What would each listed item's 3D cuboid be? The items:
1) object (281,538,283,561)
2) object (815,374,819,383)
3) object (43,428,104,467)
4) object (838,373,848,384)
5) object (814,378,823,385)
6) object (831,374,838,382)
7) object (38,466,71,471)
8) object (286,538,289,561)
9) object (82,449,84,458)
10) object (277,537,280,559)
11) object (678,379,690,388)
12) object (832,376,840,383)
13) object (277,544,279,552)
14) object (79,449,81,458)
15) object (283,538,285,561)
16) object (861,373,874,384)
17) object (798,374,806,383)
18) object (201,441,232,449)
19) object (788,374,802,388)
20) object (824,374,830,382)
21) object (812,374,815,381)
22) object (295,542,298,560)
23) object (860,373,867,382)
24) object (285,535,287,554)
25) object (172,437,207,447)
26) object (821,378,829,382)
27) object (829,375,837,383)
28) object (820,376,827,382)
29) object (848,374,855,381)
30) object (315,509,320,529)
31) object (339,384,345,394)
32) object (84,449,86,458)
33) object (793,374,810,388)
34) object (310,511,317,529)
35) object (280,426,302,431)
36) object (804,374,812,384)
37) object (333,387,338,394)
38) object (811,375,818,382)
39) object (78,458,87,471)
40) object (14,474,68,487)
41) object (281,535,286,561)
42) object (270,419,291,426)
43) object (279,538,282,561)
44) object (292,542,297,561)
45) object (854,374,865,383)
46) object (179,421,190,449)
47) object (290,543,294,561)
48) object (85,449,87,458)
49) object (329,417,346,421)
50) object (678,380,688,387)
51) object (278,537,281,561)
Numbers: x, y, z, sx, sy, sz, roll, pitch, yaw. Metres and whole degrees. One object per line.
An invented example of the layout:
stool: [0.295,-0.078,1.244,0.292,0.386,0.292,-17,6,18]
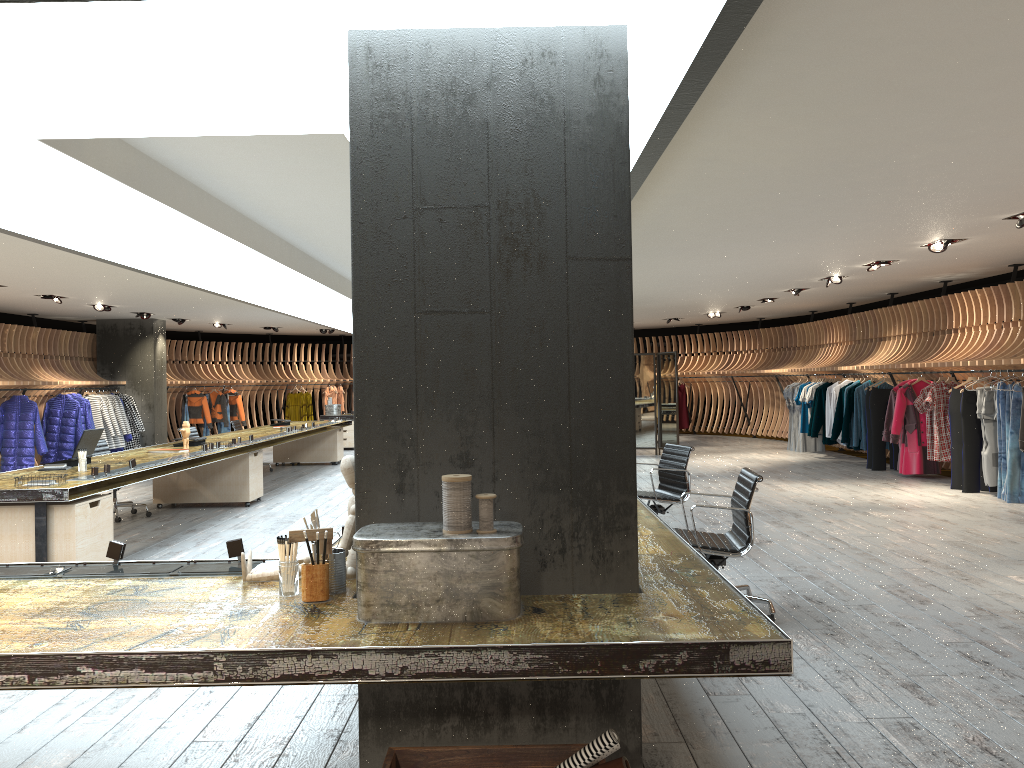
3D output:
object: [-0.730,0.574,2.826,0.007,0.170,0.030,-1,-1,-4]
object: [5.548,-0.048,16.009,0.525,0.270,0.012,-1,-1,5]
object: [-3.821,0.553,7.741,0.365,0.316,0.373,-1,0,0]
object: [5.552,-0.050,14.763,0.525,0.270,0.012,-1,-1,5]
object: [5.571,-0.042,15.922,0.523,0.291,0.013,-1,-1,-5]
object: [5.564,-0.044,15.264,0.525,0.270,0.012,-1,-1,0]
object: [-3.805,0.703,7.380,0.213,0.019,0.219,-1,0,-15]
object: [-0.716,0.573,2.823,0.007,0.170,0.030,0,-1,-43]
object: [-3.481,0.612,7.189,0.030,0.170,0.007,-1,-1,20]
object: [-0.739,0.574,2.839,0.007,0.170,0.030,-2,-1,37]
object: [4.141,-0.038,21.773,0.525,0.270,0.012,-1,-1,-25]
object: [5.550,-0.043,15.136,0.525,0.270,0.012,-1,-1,5]
object: [-0.739,0.574,2.843,0.030,0.170,0.007,0,-1,-40]
object: [-3.500,0.613,7.187,0.007,0.170,0.030,-1,-1,-16]
object: [-0.726,0.574,2.824,0.007,0.170,0.030,-1,-1,-16]
object: [5.563,-0.043,13.880,0.525,0.270,0.012,-1,-1,0]
object: [5.535,-0.051,16.866,0.525,0.270,0.012,-1,-1,-10]
object: [-3.185,0.665,9.566,0.302,0.074,0.217,-1,0,-6]
object: [5.542,-0.052,17.011,0.525,0.270,0.012,-1,-1,15]
object: [5.531,-0.039,15.531,0.524,0.284,0.014,-1,-1,10]
object: [5.558,-0.049,16.250,0.525,0.270,0.012,-1,-1,25]
object: [-0.697,0.573,2.843,0.030,0.170,0.007,-1,-1,-33]
object: [5.545,-0.045,13.991,0.525,0.270,0.012,-1,-1,0]
object: [-0.723,0.573,2.865,0.030,0.170,0.007,-2,-1,40]
object: [-3.659,0.658,10.073,0.262,0.088,0.373,-1,0,0]
object: [5.547,-0.050,15.703,0.525,0.270,0.012,-1,-1,-15]
object: [5.552,-0.044,15.346,0.525,0.270,0.012,-1,-1,0]
object: [5.561,-0.040,15.817,0.524,0.285,0.013,-1,-1,-5]
object: [5.553,-0.050,14.529,0.525,0.270,0.012,-1,-1,0]
object: [-0.618,0.535,2.872,0.008,0.267,0.060,-1,-1,17]
object: [-4.520,0.115,23.323,0.012,0.270,0.525,0,0,-35]
object: [-3.474,0.612,7.196,0.030,0.170,0.007,-1,-1,-6]
object: [5.542,-0.051,16.730,0.525,0.270,0.012,-1,-1,15]
object: [-0.622,0.538,2.872,0.012,0.264,0.062,-2,-1,42]
object: [-3.180,0.654,12.785,0.302,0.071,0.209,-1,0,-5]
object: [5.561,-0.051,16.556,0.525,0.270,0.012,-1,-1,-15]
object: [-4.666,0.118,23.249,0.012,0.270,0.525,-1,0,-30]
object: [5.520,-0.041,16.116,0.523,0.289,0.015,-1,-1,10]
object: [-3.490,0.657,7.207,0.061,0.111,0.061,-1,-1,34]
object: [-3.287,0.676,6.193,0.302,0.074,0.217,-1,0,-6]
object: [-0.732,0.574,2.861,0.030,0.170,0.007,-1,-1,13]
object: [-3.824,0.636,14.641,0.261,0.111,0.373,-1,0,0]
object: [-0.734,0.574,2.830,0.007,0.170,0.030,-1,-1,11]
object: [-0.700,0.573,2.833,0.030,0.170,0.007,-1,-1,-6]
object: [5.549,-0.044,14.195,0.525,0.270,0.012,-1,-1,5]
object: [-3.515,0.551,9.537,0.097,0.301,0.320,-1,0,-16]
object: [-0.707,0.573,2.826,0.030,0.170,0.007,-1,-1,20]
object: [-3.471,0.612,7.205,0.030,0.170,0.007,-1,-1,-33]
object: [-3.184,0.646,16.164,0.302,0.074,0.217,-1,0,-6]
object: [4.084,-0.037,21.856,0.525,0.270,0.012,-1,-1,0]
object: [-0.737,0.574,2.834,0.007,0.170,0.030,-1,-1,23]
